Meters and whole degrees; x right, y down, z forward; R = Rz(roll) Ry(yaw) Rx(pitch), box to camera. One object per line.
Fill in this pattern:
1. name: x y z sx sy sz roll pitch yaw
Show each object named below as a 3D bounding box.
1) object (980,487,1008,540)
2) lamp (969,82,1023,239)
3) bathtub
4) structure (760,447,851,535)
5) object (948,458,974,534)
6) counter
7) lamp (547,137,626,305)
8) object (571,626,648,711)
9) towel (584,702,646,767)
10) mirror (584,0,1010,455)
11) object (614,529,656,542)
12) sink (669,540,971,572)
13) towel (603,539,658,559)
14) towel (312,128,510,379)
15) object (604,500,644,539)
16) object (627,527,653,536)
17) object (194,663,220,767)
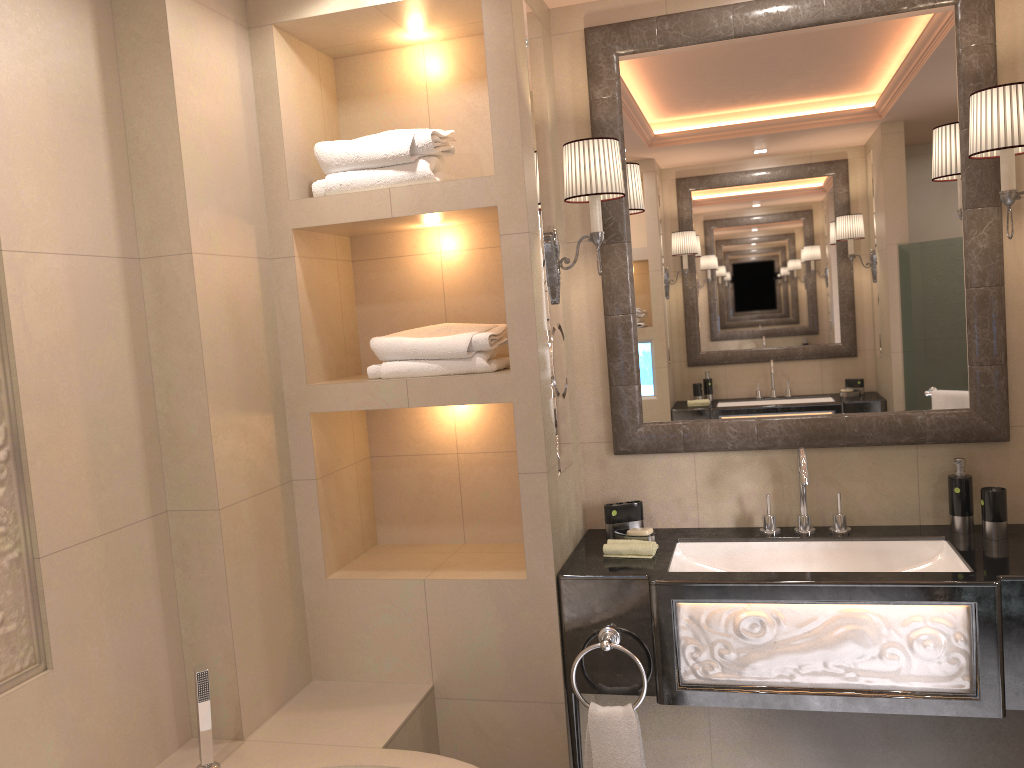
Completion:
1. object: 1.319 0.353 2.425 0.063 0.134 0.063 -9 6 -42
2. lamp: 1.276 -0.518 2.232 0.223 0.444 0.174 -3 5 15
3. bathtub: -0.547 1.251 1.264 1.060 0.540 2.662 -3 5 15
4. structure: 0.833 0.310 2.599 0.242 0.268 0.223 -8 6 -40
5. object: 1.268 0.313 2.506 0.063 0.208 0.063 -5 4 -4
6. counter: 0.851 0.885 2.472 1.330 0.858 0.543 -3 5 15
7. lamp: 0.216 -0.457 2.522 0.223 0.444 0.174 -3 5 15
8. object: 0.259 0.763 2.348 0.203 0.226 0.074 -3 5 15
9. towel: 0.278 1.065 2.343 0.173 0.455 0.116 -5 4 -3
10. mirror: 0.815 -0.462 2.609 1.130 1.320 0.040 -3 5 15
11. object: 0.367 0.460 2.650 0.133 0.035 0.080 -2 5 33
12. sink: 0.817 0.540 2.421 0.760 0.135 0.349 -3 5 15
13. towel: 0.339 0.469 2.551 0.149 0.039 0.096 -3 5 22
14. towel: -0.663 -0.243 1.162 0.517 0.726 3.195 -3 5 15
15. object: 0.348 0.420 2.745 0.124 0.104 0.038 -5 5 -10
16. object: 0.381 0.439 2.636 0.077 0.022 0.051 -1 5 35
17. object: -0.727 0.788 2.090 0.059 0.280 0.114 -7 5 -30
